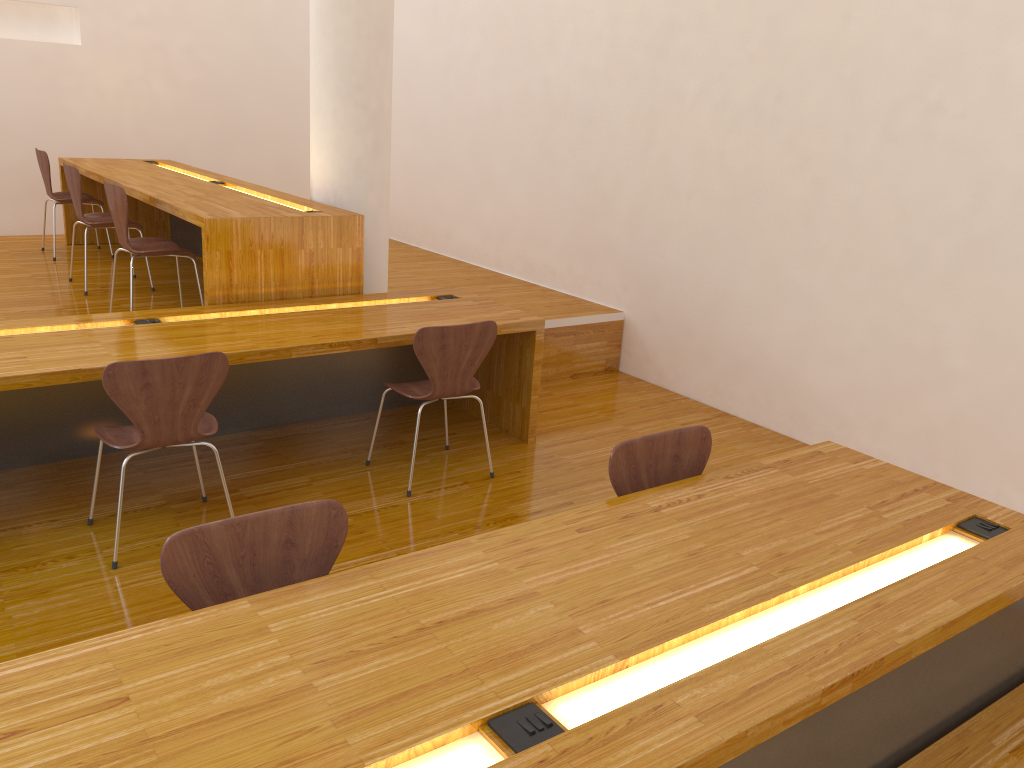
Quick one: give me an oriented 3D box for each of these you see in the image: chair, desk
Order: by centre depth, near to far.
[{"bbox_3d":[0.017,0.989,1.444,3.236,0.918,1.285,-9,21,-35],"label":"desk"},{"bbox_3d":[-0.437,0.643,1.771,0.428,0.693,0.381,-9,21,-35],"label":"chair"},{"bbox_3d":[0.488,0.514,2.387,0.428,0.693,0.381,-9,21,-35],"label":"chair"},{"bbox_3d":[-1.214,0.195,3.045,0.428,0.693,0.381,-9,21,-35],"label":"chair"},{"bbox_3d":[-1.374,0.086,3.523,3.185,0.606,0.760,-9,21,-35],"label":"desk"},{"bbox_3d":[-0.333,0.045,3.720,0.428,0.693,0.381,-9,21,-35],"label":"chair"},{"bbox_3d":[-1.751,-0.633,4.346,0.381,0.693,0.428,-9,21,-35],"label":"chair"},{"bbox_3d":[-2.321,-0.901,5.086,0.381,0.693,0.428,-9,21,-35],"label":"chair"},{"bbox_3d":[-1.965,-0.910,5.324,0.760,0.606,3.185,-9,21,-35],"label":"desk"},{"bbox_3d":[-2.946,-1.214,5.959,0.381,0.693,0.428,-9,21,-35],"label":"chair"}]
